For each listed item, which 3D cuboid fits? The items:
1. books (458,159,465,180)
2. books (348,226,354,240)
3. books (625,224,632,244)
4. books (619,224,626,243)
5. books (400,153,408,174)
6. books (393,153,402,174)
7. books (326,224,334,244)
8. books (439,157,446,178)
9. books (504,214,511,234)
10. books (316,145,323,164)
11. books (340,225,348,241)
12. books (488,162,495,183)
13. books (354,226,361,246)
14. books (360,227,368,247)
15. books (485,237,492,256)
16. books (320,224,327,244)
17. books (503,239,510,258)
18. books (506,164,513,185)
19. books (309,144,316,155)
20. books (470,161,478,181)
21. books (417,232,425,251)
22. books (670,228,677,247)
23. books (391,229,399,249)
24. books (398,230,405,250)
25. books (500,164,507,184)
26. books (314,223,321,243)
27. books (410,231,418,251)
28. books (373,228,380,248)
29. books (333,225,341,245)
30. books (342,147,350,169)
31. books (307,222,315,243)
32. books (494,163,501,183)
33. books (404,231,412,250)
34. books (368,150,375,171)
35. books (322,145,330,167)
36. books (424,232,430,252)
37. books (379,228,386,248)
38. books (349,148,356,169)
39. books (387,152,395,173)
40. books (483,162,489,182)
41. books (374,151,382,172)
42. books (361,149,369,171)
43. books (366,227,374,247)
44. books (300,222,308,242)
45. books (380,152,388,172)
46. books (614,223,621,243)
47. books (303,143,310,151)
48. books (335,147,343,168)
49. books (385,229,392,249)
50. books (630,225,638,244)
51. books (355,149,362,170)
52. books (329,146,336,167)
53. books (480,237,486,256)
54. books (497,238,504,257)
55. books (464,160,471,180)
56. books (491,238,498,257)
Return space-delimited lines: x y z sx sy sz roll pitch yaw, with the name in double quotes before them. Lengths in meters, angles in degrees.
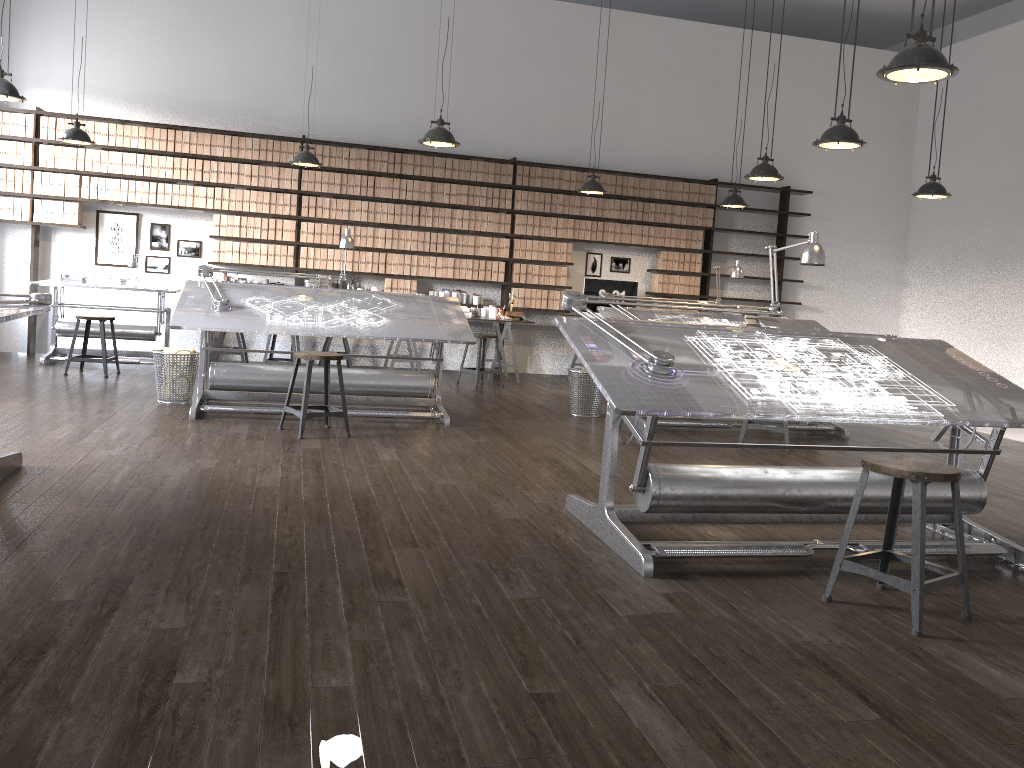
"books" -0.580 -2.384 9.896 0.066 0.225 0.175 3 5 -14
"books" -1.764 -1.607 9.659 0.066 0.225 0.175 3 5 -14
"books" 1.340 -1.761 10.414 0.066 0.225 0.175 3 5 -14
"books" 1.272 -1.764 10.399 0.066 0.225 0.175 3 5 -14
"books" -1.190 -2.409 9.743 0.066 0.225 0.175 3 5 -14
"books" -1.261 -2.412 9.720 0.067 0.225 0.175 3 5 -14
"books" -1.978 -1.616 9.610 0.066 0.225 0.175 3 5 -14
"books" -0.786 -2.392 9.837 0.067 0.225 0.175 3 5 -14
"books" -0.066 -1.813 10.064 0.066 0.225 0.175 3 5 -14
"books" -2.074 -2.445 9.516 0.066 0.225 0.175 3 5 -14
"books" -1.834 -1.610 9.646 0.066 0.225 0.175 3 5 -14
"books" -0.247 -2.370 9.972 0.067 0.225 0.175 3 5 -14
"books" -1.696 -1.604 9.680 0.066 0.225 0.175 3 5 -14
"books" -1.627 -1.601 9.697 0.066 0.225 0.175 3 5 -14
"books" -0.281 -1.546 10.028 0.067 0.225 0.175 3 5 -14
"books" -2.041 -1.618 9.592 0.066 0.225 0.175 3 5 -14
"books" -0.082 -1.537 10.076 0.067 0.225 0.175 3 5 -14
"books" -0.044 -2.362 10.024 0.066 0.225 0.175 3 5 -14
"books" -2.144 -2.448 9.498 0.067 0.225 0.175 3 5 -14
"books" -0.443 -2.378 9.924 0.067 0.225 0.175 3 5 -14
"books" -1.021 -1.576 9.841 0.067 0.225 0.175 3 5 -14
"books" 1.888 -1.739 10.548 0.066 0.225 0.175 3 5 -14
"books" -1.298 -1.588 9.778 0.066 0.225 0.175 3 5 -14
"books" -1.231 -1.585 9.797 0.066 0.225 0.175 3 5 -14
"books" -0.114 -2.365 10.011 0.066 0.225 0.175 3 5 -14
"books" -2.102 -1.620 9.572 0.067 0.225 0.175 3 5 -14
"books" -1.091 -1.579 9.824 0.066 0.225 0.175 3 5 -14
"books" -1.497 -1.596 9.728 0.066 0.225 0.175 3 5 -14
"books" -1.905 -1.612 9.623 0.067 0.225 0.175 3 5 -14
"books" -1.801 -2.434 9.586 0.067 0.225 0.175 3 5 -14
"books" -2.172 -1.623 9.555 0.066 0.225 0.175 3 5 -14
"books" -0.183 -2.368 9.993 0.066 0.225 0.175 3 5 -14
"books" -1.162 -1.582 9.810 0.066 0.225 0.175 3 5 -14
"books" -1.541 -2.424 9.655 0.066 0.225 0.175 3 5 -14
"books" -2.005 -2.442 9.537 0.066 0.225 0.175 3 5 -14
"books" -0.961 -1.574 9.861 0.066 0.225 0.175 3 5 -14
"books" -1.436 -1.593 9.742 0.066 0.225 0.175 3 5 -14
"books" -1.731 -2.431 9.605 0.066 0.225 0.175 3 5 -14
"books" -1.335 -2.415 9.707 0.066 0.225 0.175 3 5 -14
"books" -0.312 -2.373 9.960 0.066 0.225 0.175 3 5 -14
"books" -1.472 -2.421 9.672 0.066 0.225 0.175 3 5 -14
"books" -1.605 -2.425 9.633 0.067 0.225 0.175 3 5 -14
"books" -1.561 -1.598 9.707 0.067 0.225 0.175 3 5 -14
"books" -2.243 -1.626 9.541 0.066 0.225 0.175 3 5 -14
"books" -1.403 -2.417 9.685 0.066 0.225 0.175 3 5 -14
"books" 1.205 -1.767 10.378 0.066 0.225 0.175 3 5 -14
"books" -2.207 -2.451 9.487 0.066 0.225 0.175 3 5 -14
"books" -1.870 -2.437 9.572 0.066 0.225 0.175 3 5 -14
"books" -1.365 -1.590 9.757 0.067 0.225 0.175 3 5 -14
"books" 1.413 -1.758 10.431 0.066 0.225 0.175 3 5 -14
"books" -1.671 -2.429 9.622 0.066 0.225 0.175 3 5 -14
"books" -1.938 -2.440 9.557 0.066 0.225 0.175 3 5 -14
"books" -0.345 -1.548 10.013 0.066 0.225 0.175 3 5 -14
"books" -0.146 -1.541 10.067 0.066 0.225 0.175 3 5 -14
"books" -0.512 -2.381 9.911 0.066 0.225 0.175 3 5 -14
"books" -0.213 -1.543 10.048 0.066 0.225 0.175 3 5 -14
